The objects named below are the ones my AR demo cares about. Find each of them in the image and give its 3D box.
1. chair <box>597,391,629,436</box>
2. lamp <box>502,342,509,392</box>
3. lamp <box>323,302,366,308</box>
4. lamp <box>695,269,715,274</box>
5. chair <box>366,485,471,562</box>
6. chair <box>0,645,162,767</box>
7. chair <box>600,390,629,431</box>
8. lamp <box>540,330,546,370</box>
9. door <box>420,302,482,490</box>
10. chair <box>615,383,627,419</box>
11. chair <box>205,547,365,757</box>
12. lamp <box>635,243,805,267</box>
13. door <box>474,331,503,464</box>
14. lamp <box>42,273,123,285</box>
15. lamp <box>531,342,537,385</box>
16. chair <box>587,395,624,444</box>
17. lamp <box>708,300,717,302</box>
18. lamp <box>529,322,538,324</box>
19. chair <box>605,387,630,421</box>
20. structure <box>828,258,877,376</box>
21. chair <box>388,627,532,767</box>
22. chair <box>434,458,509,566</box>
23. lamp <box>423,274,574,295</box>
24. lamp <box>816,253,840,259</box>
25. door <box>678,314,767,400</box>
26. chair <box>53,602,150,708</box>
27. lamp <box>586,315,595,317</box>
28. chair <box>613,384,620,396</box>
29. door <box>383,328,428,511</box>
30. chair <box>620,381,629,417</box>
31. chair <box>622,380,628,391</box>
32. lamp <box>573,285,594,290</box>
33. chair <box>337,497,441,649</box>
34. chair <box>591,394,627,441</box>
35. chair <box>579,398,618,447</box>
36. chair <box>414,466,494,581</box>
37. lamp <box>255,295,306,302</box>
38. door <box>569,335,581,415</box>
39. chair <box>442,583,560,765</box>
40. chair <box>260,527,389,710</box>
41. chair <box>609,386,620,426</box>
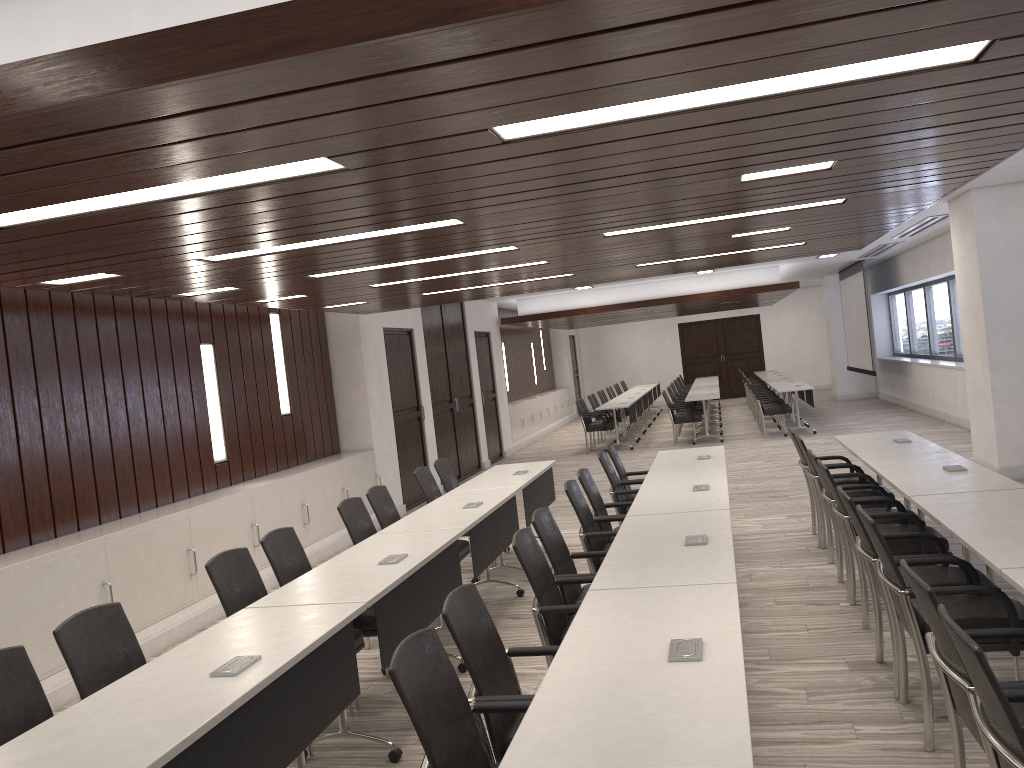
[{"bbox_3d":[2.156,0.582,18.658,0.638,0.939,0.513,-6,1,14],"label":"chair"},{"bbox_3d":[-0.186,-0.357,18.969,0.094,1.058,0.236,-6,1,13],"label":"lamp"},{"bbox_3d":[-1.650,-0.804,8.739,0.464,0.045,0.236,-6,1,13],"label":"lamp"},{"bbox_3d":[3.341,-1.998,15.371,0.324,0.120,0.519,-6,1,13],"label":"lamp"},{"bbox_3d":[-0.656,1.178,6.371,0.638,0.939,0.513,-6,1,12],"label":"chair"},{"bbox_3d":[-1.444,1.346,2.896,0.638,0.939,0.513,-6,1,13],"label":"chair"},{"bbox_3d":[2.278,0.557,19.162,0.638,0.939,0.513,-6,1,13],"label":"chair"},{"bbox_3d":[0.759,-0.881,23.246,0.094,1.058,0.236,-6,1,13],"label":"lamp"},{"bbox_3d":[-0.969,0.048,13.682,0.200,2.889,2.327,-6,1,13],"label":"door"},{"bbox_3d":[2.954,0.413,22.140,0.638,0.939,0.513,-6,1,14],"label":"chair"},{"bbox_3d":[-1.098,1.273,4.376,0.638,0.939,0.513,-6,1,14],"label":"chair"},{"bbox_3d":[1.842,-1.179,7.922,1.496,0.045,0.236,-6,1,13],"label":"lamp"},{"bbox_3d":[-0.462,0.228,15.766,0.200,2.323,1.163,-6,1,13],"label":"door"},{"bbox_3d":[-2.484,-0.627,5.098,0.464,0.045,0.236,-6,1,13],"label":"lamp"},{"bbox_3d":[0.501,-0.502,21.968,0.094,1.058,0.236,-6,1,13],"label":"lamp"},{"bbox_3d":[1.827,0.653,17.184,0.638,0.939,0.513,-6,1,13],"label":"chair"},{"bbox_3d":[3.878,-1.611,16.819,1.496,0.045,0.236,-6,1,13],"label":"lamp"},{"bbox_3d":[0.385,-1.235,17.636,0.464,0.045,0.236,-6,1,13],"label":"lamp"},{"bbox_3d":[2.493,0.511,20.146,0.638,0.939,0.513,-6,1,13],"label":"chair"},{"bbox_3d":[7.130,-1.392,18.449,0.438,2.329,3.550,-6,1,13],"label":"structure"},{"bbox_3d":[0.036,1.187,2.555,0.638,0.939,0.513,-6,1,13],"label":"chair"},{"bbox_3d":[-0.310,1.105,7.862,0.638,0.939,0.513,-6,1,13],"label":"chair"},{"bbox_3d":[-0.153,-0.965,8.389,1.496,0.045,0.236,-6,1,13],"label":"lamp"},{"bbox_3d":[5.309,-2.209,14.911,0.324,0.120,0.519,-6,1,13],"label":"lamp"},{"bbox_3d":[6.120,-0.740,25.755,2.329,2.323,0.200,-6,1,13],"label":"door"},{"bbox_3d":[-1.331,1.321,3.418,0.638,0.939,0.513,-6,1,13],"label":"chair"},{"bbox_3d":[1.882,-1.396,17.286,1.496,0.045,0.236,-6,1,13],"label":"lamp"},{"bbox_3d":[2.837,0.438,21.628,0.638,0.939,0.513,-6,1,12],"label":"chair"},{"bbox_3d":[-1.413,0.430,11.607,0.200,2.323,1.163,-6,1,13],"label":"door"},{"bbox_3d":[3.184,0.366,23.106,0.638,0.939,0.513,-6,1,13],"label":"chair"},{"bbox_3d":[3.297,0.341,23.617,0.638,0.939,0.513,-6,1,14],"label":"chair"},{"bbox_3d":[1.271,-1.775,15.856,0.324,0.120,0.519,-6,1,13],"label":"lamp"},{"bbox_3d":[-0.757,1.201,5.861,0.638,0.939,0.513,-6,1,13],"label":"chair"},{"bbox_3d":[1.947,0.628,17.703,0.638,0.939,0.513,-6,1,14],"label":"chair"},{"bbox_3d":[1.602,0.700,16.208,0.638,0.939,0.513,-6,1,13],"label":"chair"},{"bbox_3d":[-0.427,1.130,7.346,0.638,0.939,0.513,-6,1,12],"label":"chair"},{"bbox_3d":[-1.944,-0.742,7.454,0.464,0.045,0.236,-6,1,13],"label":"lamp"},{"bbox_3d":[1.784,-0.248,25.582,0.200,2.323,1.163,-6,1,13],"label":"door"},{"bbox_3d":[0.143,1.163,3.063,0.638,0.939,0.513,-6,1,13],"label":"chair"},{"bbox_3d":[-0.980,1.248,4.893,0.638,0.939,0.513,-6,1,12],"label":"chair"},{"bbox_3d":[2.626,0.484,20.653,0.638,0.939,0.513,-6,1,12],"label":"chair"}]
